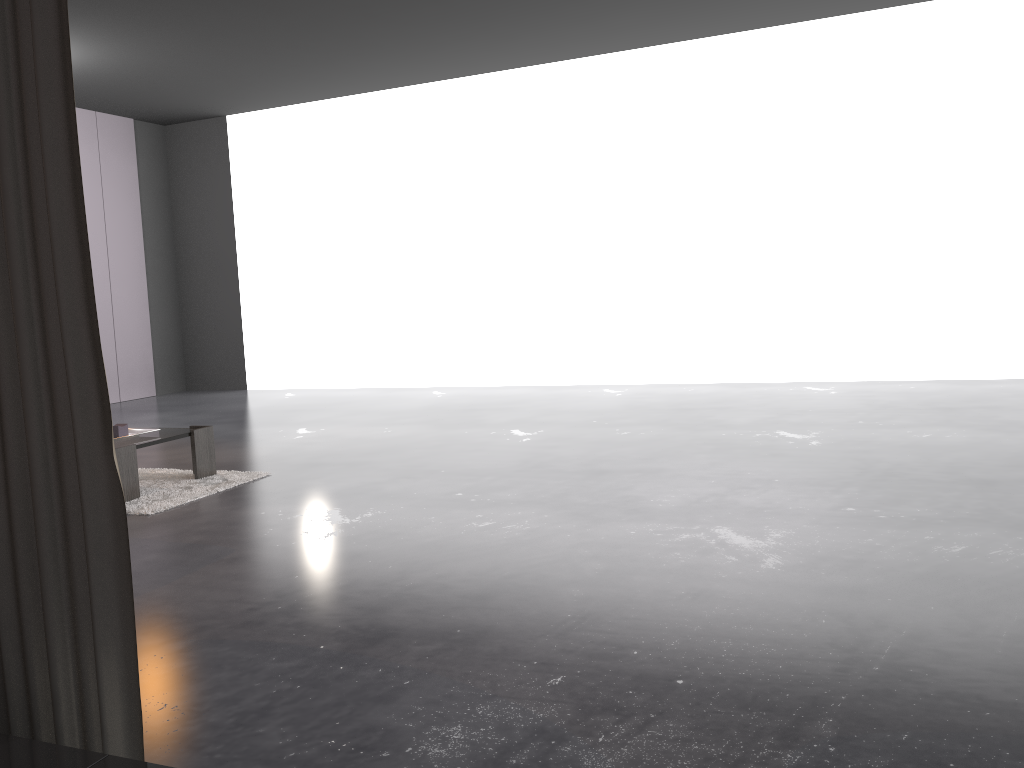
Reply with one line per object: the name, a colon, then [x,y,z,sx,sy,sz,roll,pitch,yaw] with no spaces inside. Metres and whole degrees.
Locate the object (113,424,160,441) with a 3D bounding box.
object: [-2.091,0.218,4.679,0.304,0.136,0.305,-1,6,27]

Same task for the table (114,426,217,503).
table: [-2.187,0.412,4.732,0.904,0.270,0.704,-1,6,23]

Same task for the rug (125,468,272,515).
rug: [-2.169,0.550,4.726,1.525,0.023,0.920,-1,7,23]

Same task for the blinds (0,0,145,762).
blinds: [-1.331,-0.682,1.754,3.286,2.988,0.249,-1,4,23]

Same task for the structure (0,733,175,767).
structure: [-1.948,0.758,1.316,8.766,0.299,1.004,-1,6,23]
